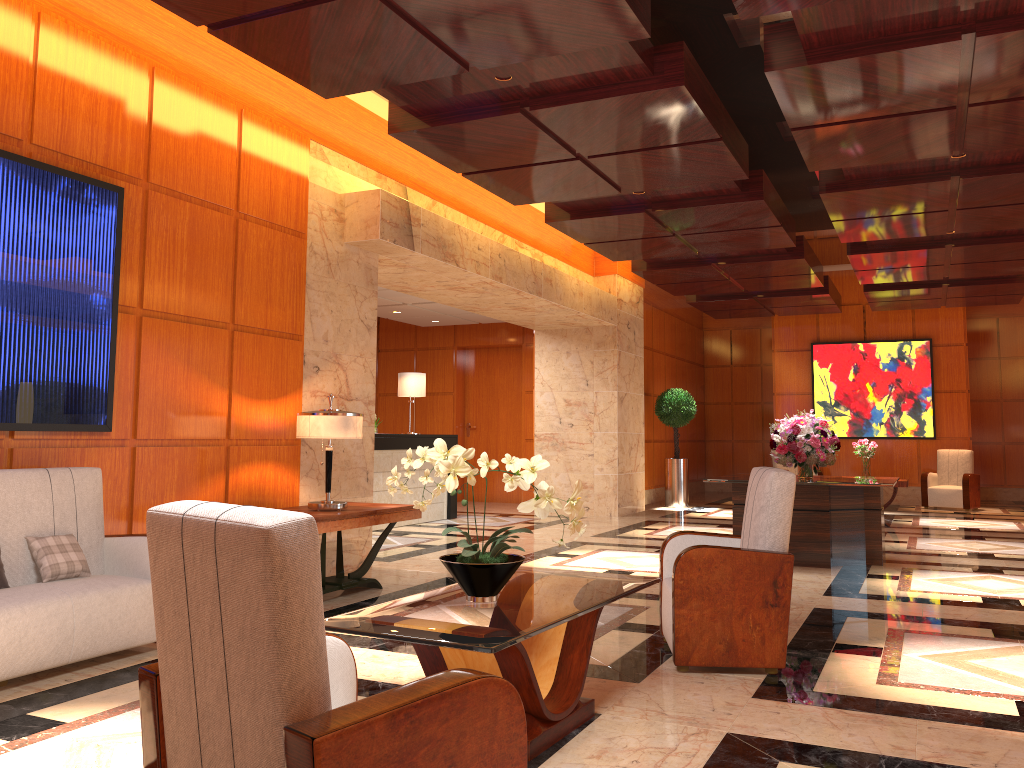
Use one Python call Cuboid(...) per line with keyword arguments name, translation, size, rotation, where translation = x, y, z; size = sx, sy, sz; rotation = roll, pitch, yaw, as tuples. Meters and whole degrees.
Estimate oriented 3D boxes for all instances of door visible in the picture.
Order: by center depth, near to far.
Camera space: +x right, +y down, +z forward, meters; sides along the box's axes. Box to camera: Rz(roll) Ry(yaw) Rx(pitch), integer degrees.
Cuboid(name="door", translation=(-0.329, 0.686, 15.241), size=(1.285, 2.707, 0.339), rotation=(-2, -6, 25))

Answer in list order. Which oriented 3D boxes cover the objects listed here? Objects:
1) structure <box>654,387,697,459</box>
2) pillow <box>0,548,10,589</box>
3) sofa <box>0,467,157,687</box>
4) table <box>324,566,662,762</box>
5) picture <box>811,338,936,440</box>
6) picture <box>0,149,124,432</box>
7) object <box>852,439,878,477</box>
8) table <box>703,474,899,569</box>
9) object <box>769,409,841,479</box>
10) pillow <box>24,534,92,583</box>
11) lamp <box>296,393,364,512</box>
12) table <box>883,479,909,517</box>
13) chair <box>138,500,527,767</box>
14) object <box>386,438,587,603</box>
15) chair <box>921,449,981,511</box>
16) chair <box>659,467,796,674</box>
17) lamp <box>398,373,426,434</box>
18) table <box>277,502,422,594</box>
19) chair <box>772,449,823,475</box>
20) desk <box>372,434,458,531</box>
Cuboid(name="structure", translation=(2.721, 0.905, 14.714), size=(0.721, 1.719, 0.719), rotation=(0, -5, 3))
Cuboid(name="pillow", translation=(-2.476, 0.830, 4.029), size=(0.160, 0.254, 0.356), rotation=(-2, -5, 22))
Cuboid(name="sofa", translation=(-2.405, 0.868, 4.013), size=(0.612, 0.936, 1.794), rotation=(-2, -5, 26))
Cuboid(name="table", translation=(-0.009, 1.081, 3.444), size=(0.722, 0.498, 1.556), rotation=(-2, -4, 28))
Cuboid(name="picture", translation=(6.346, 0.101, 15.642), size=(1.995, 1.743, 0.056), rotation=(-2, -6, 25))
Cuboid(name="picture", translation=(-2.770, -0.503, 4.336), size=(0.056, 1.458, 1.991), rotation=(-2, -5, 25))
Cuboid(name="object", translation=(5.238, 1.111, 13.136), size=(0.326, 0.598, 0.350), rotation=(6, -7, -45))
Cuboid(name="table", translation=(2.804, 1.273, 8.435), size=(1.599, 0.747, 1.596), rotation=(-1, -4, 25))
Cuboid(name="object", translation=(2.802, 0.570, 8.488), size=(0.649, 0.661, 0.678), rotation=(-1, -5, 16))
Cuboid(name="pillow", translation=(-2.254, 0.869, 4.415), size=(0.202, 0.230, 0.272), rotation=(-2, -5, 28))
Cuboid(name="lamp", translation=(-1.268, 0.468, 6.150), size=(0.458, 0.813, 0.457), rotation=(-3, -6, 34))
Cuboid(name="table", translation=(5.208, 1.675, 13.059), size=(1.167, 0.536, 0.723), rotation=(-1, -5, 25))
Cuboid(name="chair", translation=(-0.437, 0.748, 2.028), size=(0.736, 0.964, 0.627), rotation=(-4, -7, 44))
Cuboid(name="object", translation=(-0.107, 0.520, 3.417), size=(0.788, 0.620, 0.416), rotation=(0, -5, 2))
Cuboid(name="chair", translation=(7.136, 1.550, 14.414), size=(0.736, 0.964, 0.627), rotation=(-4, -7, 44))
Cuboid(name="chair", translation=(1.101, 0.913, 4.586), size=(0.628, 0.964, 0.735), rotation=(0, -5, 4))
Cuboid(name="lamp", translation=(-1.355, 0.268, 11.960), size=(0.372, 0.823, 0.372), rotation=(5, -7, -40))
Cuboid(name="table", translation=(-1.278, 1.184, 6.230), size=(0.725, 0.609, 1.266), rotation=(-2, -4, 25))
Cuboid(name="chair", translation=(4.931, 1.597, 15.442), size=(0.737, 0.964, 0.626), rotation=(2, -5, -16))
Cuboid(name="desk", translation=(-1.799, 1.198, 11.105), size=(0.941, 1.145, 2.917), rotation=(-2, -4, 25))
